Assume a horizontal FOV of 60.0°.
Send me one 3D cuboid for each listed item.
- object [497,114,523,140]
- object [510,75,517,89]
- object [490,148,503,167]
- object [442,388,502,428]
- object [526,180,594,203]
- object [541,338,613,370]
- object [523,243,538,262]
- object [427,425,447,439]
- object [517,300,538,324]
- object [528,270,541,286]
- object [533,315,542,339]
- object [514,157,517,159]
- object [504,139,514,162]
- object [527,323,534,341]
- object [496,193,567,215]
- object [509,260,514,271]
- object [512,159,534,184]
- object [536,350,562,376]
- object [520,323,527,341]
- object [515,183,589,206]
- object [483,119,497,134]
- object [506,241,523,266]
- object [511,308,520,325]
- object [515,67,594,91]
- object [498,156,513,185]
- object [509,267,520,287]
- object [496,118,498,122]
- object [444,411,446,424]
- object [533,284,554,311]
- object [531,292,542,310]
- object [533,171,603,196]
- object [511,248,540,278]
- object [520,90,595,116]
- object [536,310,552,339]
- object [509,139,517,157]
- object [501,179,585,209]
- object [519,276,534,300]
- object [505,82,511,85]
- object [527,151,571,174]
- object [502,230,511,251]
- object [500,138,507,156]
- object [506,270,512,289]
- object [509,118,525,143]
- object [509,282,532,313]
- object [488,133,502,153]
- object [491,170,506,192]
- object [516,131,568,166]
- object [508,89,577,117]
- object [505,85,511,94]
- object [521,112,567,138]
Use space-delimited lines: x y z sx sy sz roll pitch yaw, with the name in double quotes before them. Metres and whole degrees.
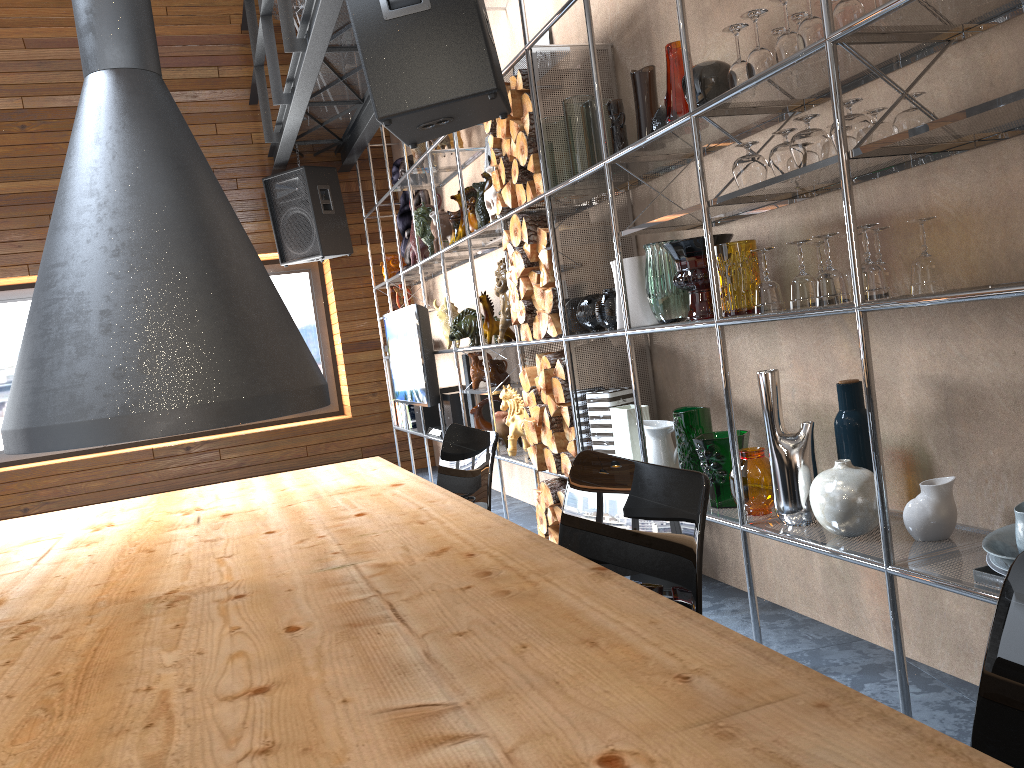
"object" 0.106 -1.099 3.751 0.322 0.128 0.164 -9 3 -18
"object" 0.164 -1.235 3.644 0.330 0.103 0.102 -8 3 -15
"object" 0.071 -1.017 3.976 0.331 0.110 0.107 -9 3 -16
"object" -0.234 0.189 5.580 0.343 0.303 0.175 -9 3 -18
"object" 0.211 -0.814 3.679 0.303 0.095 0.087 -9 3 -18
"object" 0.282 -0.109 3.817 0.312 0.150 0.140 -9 3 -22
"object" 0.205 -0.570 3.735 0.303 0.090 0.098 -9 3 -19
"object" -0.376 0.309 5.991 0.325 0.058 0.360 -9 3 -18
"object" 0.178 -0.329 3.884 0.312 0.110 0.103 -9 3 -22
"object" 0.240 -0.452 3.775 0.330 0.098 0.107 -9 3 -22
"object" 0.246 -0.262 3.824 0.299 0.114 0.135 -9 3 -20
"object" 0.159 -0.942 3.793 0.288 0.118 0.147 -8 3 -14
"object" 0.140 -1.019 3.815 0.330 0.098 0.107 -8 3 -14
"object" 0.213 -0.250 3.929 0.303 0.095 0.087 -9 3 -18
"object" 0.094 -0.830 3.992 0.330 0.105 0.107 -9 3 -16
"object" 0.142 -0.568 3.997 0.299 0.114 0.135 -9 3 -20
"object" 0.156 -0.893 3.692 0.312 0.110 0.103 -8 3 -15
"object" 0.257 -0.097 3.913 0.289 0.121 0.107 -9 3 -17
"object" 0.189 -0.262 4.014 0.287 0.112 0.126 -9 3 -19
"object" 0.174 -0.828 3.782 0.299 0.114 0.135 -9 3 -16
"object" 0.037 -1.184 3.919 0.312 0.150 0.140 -8 3 -15
"object" 0.166 -0.596 3.897 0.362 0.115 0.098 -9 3 -19
"object" 0.150 -0.326 4.023 0.303 0.088 0.095 -9 3 -20
"object" 0.170 -1.217 3.571 0.308 0.107 0.121 -8 3 -14
"object" 0.108 -0.956 3.885 0.329 0.135 0.095 -8 3 -15
"object" 0.159 -0.495 3.925 0.329 0.107 0.128 -9 3 -18
"object" 0.089 -1.137 3.825 0.303 0.090 0.098 -9 3 -17
"object" -0.391 0.231 5.986 0.080 0.101 0.223 -9 3 -18
"object" 0.256 -0.389 3.700 0.329 0.135 0.095 -9 3 -22
"object" 0.241 -0.376 3.805 0.288 0.118 0.147 -9 3 -22
"object" 0.243 -0.824 3.596 0.287 0.112 0.126 -9 3 -18
"object" 0.174 -0.534 3.805 0.322 0.128 0.164 -9 3 -19
"object" 0.197 -1.130 3.578 0.299 0.114 0.135 -9 3 -16
"object" 0.300 -0.268 3.709 0.362 0.131 0.154 -9 3 -18
"object" 0.153 -1.003 3.734 0.331 0.110 0.101 -9 3 -20
"object" 0.148 -0.836 3.906 0.362 0.131 0.154 -9 3 -19
"object" 0.201 -0.438 3.848 0.331 0.110 0.101 -9 3 -16
"object" 0.089 -1.251 3.845 0.299 0.118 0.129 -9 3 -20
"object" 0.217 -0.888 3.565 0.303 0.088 0.095 -9 3 -16
"object" 0.117 -0.655 3.985 0.308 0.107 0.121 -9 3 -22
"object" 0.101 -1.074 3.902 0.290 0.153 0.112 -8 3 -15
"object" 0.136 -0.468 4.010 0.310 0.121 0.111 -9 3 -19
"object" 0.167 -1.059 3.646 0.329 0.107 0.128 -9 3 -19
"object" 0.141 -0.402 3.958 0.286 0.143 0.143 -9 3 -19
"object" 0.056 -1.082 3.969 0.308 0.120 0.097 -8 3 -14
"object" 0.077 -0.924 3.994 0.321 0.109 0.110 -9 3 -19
"object" 0.171 -0.965 3.610 0.286 0.143 0.143 -9 3 -18
"object" 0.155 -1.160 3.671 0.362 0.115 0.098 -9 3 -18
"object" 0.092 -1.208 3.725 0.289 0.121 0.107 -9 3 -19
"object" 0.199 -1.030 3.565 0.310 0.121 0.111 -9 3 -17
